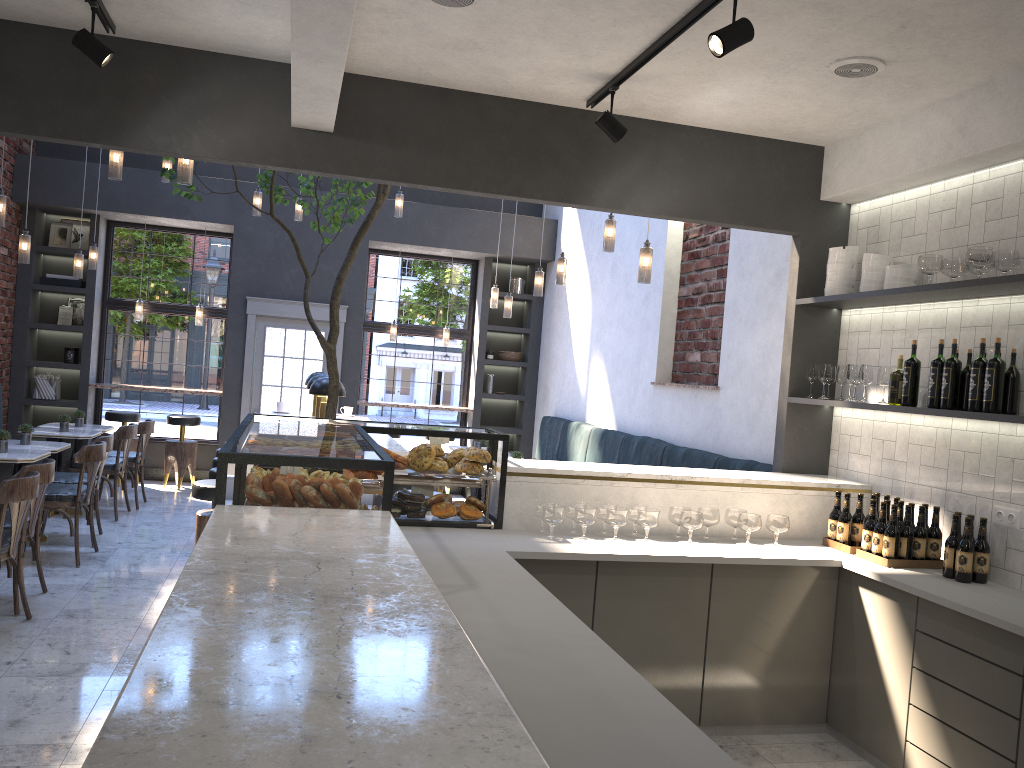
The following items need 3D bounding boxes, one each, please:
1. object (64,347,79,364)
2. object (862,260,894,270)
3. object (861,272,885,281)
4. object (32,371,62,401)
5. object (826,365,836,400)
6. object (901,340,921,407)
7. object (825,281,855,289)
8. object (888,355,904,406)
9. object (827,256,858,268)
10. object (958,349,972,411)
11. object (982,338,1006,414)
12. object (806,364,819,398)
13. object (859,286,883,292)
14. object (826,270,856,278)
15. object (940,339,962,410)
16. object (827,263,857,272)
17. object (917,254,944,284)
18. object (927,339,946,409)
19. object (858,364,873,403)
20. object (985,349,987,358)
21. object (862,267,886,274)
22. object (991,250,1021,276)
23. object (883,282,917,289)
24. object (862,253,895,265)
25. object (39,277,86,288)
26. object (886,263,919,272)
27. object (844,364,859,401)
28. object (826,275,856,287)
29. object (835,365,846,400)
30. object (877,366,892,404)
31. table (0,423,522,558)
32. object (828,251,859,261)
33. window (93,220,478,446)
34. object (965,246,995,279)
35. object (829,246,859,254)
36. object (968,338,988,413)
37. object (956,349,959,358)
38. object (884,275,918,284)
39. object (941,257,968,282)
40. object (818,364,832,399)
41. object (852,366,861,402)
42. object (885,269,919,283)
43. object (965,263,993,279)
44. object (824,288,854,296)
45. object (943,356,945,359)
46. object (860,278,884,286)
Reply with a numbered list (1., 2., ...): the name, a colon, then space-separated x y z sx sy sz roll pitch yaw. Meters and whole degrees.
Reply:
1. object: -4.980 -0.322 10.025 0.152 0.181 0.152 5 1 24
2. object: 1.894 -0.601 4.597 0.153 0.060 0.153 4 1 -32
3. object: 1.893 -0.539 4.601 0.153 0.062 0.153 5 1 15
4. object: -5.237 0.014 9.990 0.250 0.323 0.241 4 1 -14
5. object: 1.773 -0.009 4.952 0.070 0.188 0.070 4 1 -23
6. object: 1.908 -0.051 4.232 0.072 0.319 0.072 4 1 -30
7. object: 1.776 -0.521 4.800 0.153 0.074 0.154 4 1 -11
8. object: 1.999 -0.027 3.816 0.082 0.294 1.100 4 1 -13
9. object: 1.785 -0.647 4.792 0.154 0.076 0.153 5 1 7
10. object: 2.056 -0.018 4.003 0.065 0.280 0.065 5 1 29
11. object: 2.032 -0.035 3.731 0.072 0.319 0.072 4 1 -30
12. object: 1.666 -0.017 4.925 0.070 0.188 0.070 4 1 -23
13. object: 1.884 -0.474 4.605 0.153 0.055 0.153 5 1 38
14. object: 1.780 -0.583 4.797 0.153 0.075 0.154 5 1 43
15. object: 1.972 -0.043 3.975 0.072 0.319 0.072 4 1 -30
16. object: 1.781 -0.612 4.795 0.153 0.060 0.153 4 1 -32
17. object: 1.919 -0.515 4.074 0.114 0.147 0.114 4 1 -9
18. object: 1.952 -0.045 4.056 0.072 0.319 0.072 4 1 -30
19. object: 1.780 -0.003 4.467 0.070 0.188 0.070 4 1 0
20. object: 2.076 -0.015 3.921 0.065 0.280 0.065 5 1 29
21. object: 1.893 -0.572 4.599 0.153 0.075 0.154 5 1 43
22. object: 2.119 -0.496 3.813 0.114 0.147 0.114 4 1 -9
23. object: 1.931 -0.468 4.417 0.153 0.055 0.153 5 1 38
24. object: 1.898 -0.636 4.594 0.154 0.076 0.153 5 1 7
25. object: -5.053 -1.135 9.982 0.412 0.084 0.286 4 1 -14
26. object: 1.940 -0.566 4.411 0.153 0.075 0.154 5 1 43
27. object: 1.751 -0.006 4.582 0.070 0.188 0.070 4 1 -23
28. object: 1.779 -0.551 4.799 0.153 0.062 0.153 5 1 15
29. object: 1.801 -0.005 4.837 0.070 0.188 0.070 4 1 -23
30. object: 1.886 0.005 4.494 0.070 0.188 0.070 4 1 0
31. table: -1.827 0.994 7.086 4.600 0.751 4.828 4 1 -14
32. object: 1.790 -0.677 4.790 0.152 0.067 0.153 5 1 32
33. window: -1.090 -1.687 4.872 6.406 5.365 12.705 4 1 -14
34. object: 1.992 -0.506 3.781 0.114 0.147 0.114 4 1 -9
35. object: 1.789 -0.709 4.787 0.153 0.070 0.153 5 1 32
36. object: 2.012 -0.038 3.812 0.072 0.319 0.072 4 1 -30
37. object: 2.036 -0.020 4.084 0.065 0.280 0.065 5 1 29
38. object: 1.936 -0.504 4.414 0.153 0.074 0.154 4 1 -11
39. object: 2.046 -0.505 4.106 0.114 0.147 0.114 4 1 -9
40. object: 1.695 -0.013 4.811 0.070 0.188 0.070 4 1 -23
41. object: 1.829 -0.002 4.723 0.070 0.188 0.070 4 1 -23
42. object: 1.939 -0.534 4.413 0.153 0.062 0.153 5 1 15
43. object: 2.083 -0.501 3.959 0.114 0.147 0.114 4 1 -9
44. object: 1.771 -0.485 4.803 0.153 0.055 0.153 5 1 38
45. object: 2.006 -0.006 4.156 0.082 0.246 0.082 5 1 13
46. object: 1.889 -0.510 4.603 0.153 0.074 0.154 4 1 -11
